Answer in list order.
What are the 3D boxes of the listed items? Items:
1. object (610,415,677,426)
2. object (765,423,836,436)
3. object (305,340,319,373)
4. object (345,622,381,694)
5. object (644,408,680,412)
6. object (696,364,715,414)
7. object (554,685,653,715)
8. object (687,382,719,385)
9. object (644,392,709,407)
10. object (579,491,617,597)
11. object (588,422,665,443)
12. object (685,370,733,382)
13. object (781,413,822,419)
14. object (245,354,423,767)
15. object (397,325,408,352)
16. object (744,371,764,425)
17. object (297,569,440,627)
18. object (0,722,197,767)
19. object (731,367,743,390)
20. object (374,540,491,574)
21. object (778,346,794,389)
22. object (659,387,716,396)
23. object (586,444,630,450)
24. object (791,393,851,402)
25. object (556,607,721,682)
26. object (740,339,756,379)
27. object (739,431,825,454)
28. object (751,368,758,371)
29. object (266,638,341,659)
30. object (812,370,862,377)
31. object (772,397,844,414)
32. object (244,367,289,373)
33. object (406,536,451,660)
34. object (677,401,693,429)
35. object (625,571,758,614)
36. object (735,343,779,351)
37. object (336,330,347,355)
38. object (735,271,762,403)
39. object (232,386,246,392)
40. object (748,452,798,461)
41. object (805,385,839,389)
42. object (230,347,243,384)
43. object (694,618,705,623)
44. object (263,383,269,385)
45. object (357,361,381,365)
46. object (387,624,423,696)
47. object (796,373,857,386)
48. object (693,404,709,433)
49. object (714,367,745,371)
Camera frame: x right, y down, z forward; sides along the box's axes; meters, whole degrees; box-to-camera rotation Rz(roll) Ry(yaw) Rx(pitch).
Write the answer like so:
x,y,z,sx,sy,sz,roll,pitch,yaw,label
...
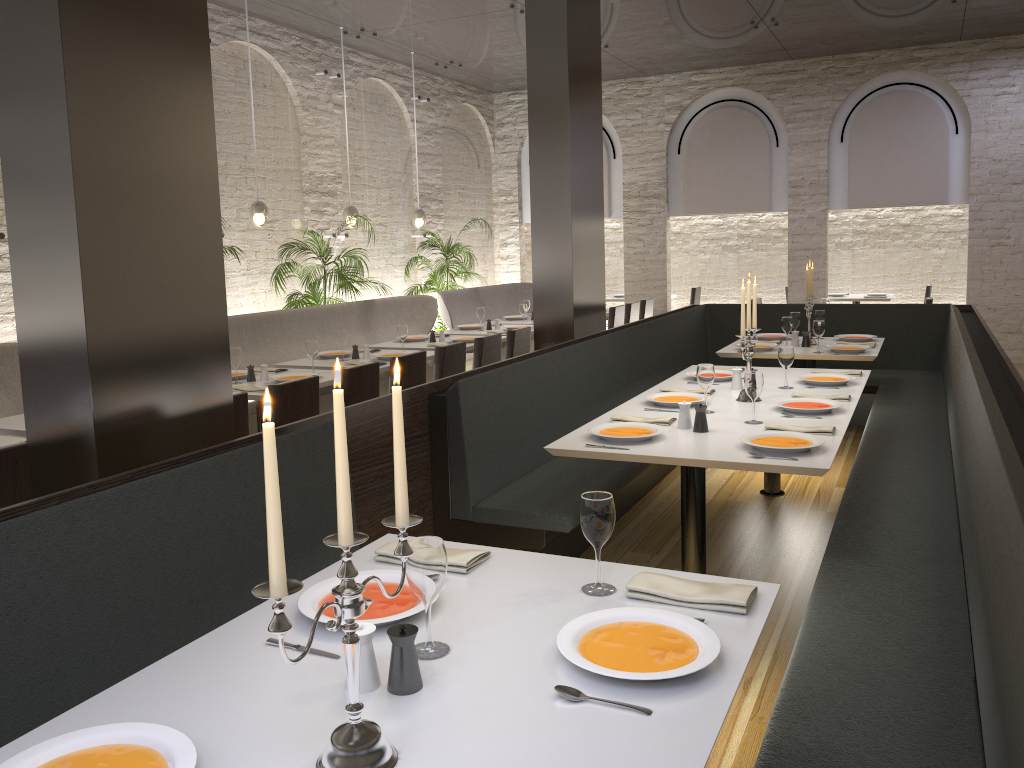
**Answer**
x,y,z,sx,sy,sz,roll,pitch,yaw,label
0.604,0.163,4.064,0.273,0.033,0.143,2,10,25,object
1.227,0.189,3.773,0.273,0.033,0.143,2,10,25,object
-1.337,-0.176,5.941,0.086,0.230,0.086,2,8,31,object
-0.283,0.511,1.664,0.069,0.126,0.069,1,7,19,object
0.731,0.127,4.292,0.185,0.010,0.017,2,9,25,object
0.924,0.022,4.224,0.086,0.230,0.087,1,7,25,object
0.160,0.562,1.573,0.181,0.015,0.038,3,10,26,object
1.095,-0.003,5.065,0.185,0.010,0.017,2,9,25,object
0.832,0.084,4.486,0.322,0.036,0.323,7,12,44,object
0.202,0.374,2.085,0.086,0.230,0.087,3,8,37,object
0.483,0.209,3.742,0.321,0.036,0.323,2,9,23,object
1.191,-0.045,5.251,0.322,0.036,0.323,2,9,21,object
1.320,0.146,4.042,0.181,0.015,0.038,3,10,26,object
-0.257,0.280,1.384,0.132,0.654,0.391,3,8,36,object
-0.857,-0.348,6.963,0.086,0.230,0.087,-5,7,-23,object
1.077,0.060,3.948,0.086,0.230,0.087,-5,7,-23,object
-0.325,0.499,2.025,0.322,0.036,0.323,7,12,44,object
-0.646,0.614,1.341,0.321,0.036,0.323,-2,9,1,object
1.234,-0.028,4.858,0.069,0.126,0.069,1,7,19,object
-0.209,0.448,2.335,0.273,0.033,0.143,2,10,25,object
1.499,-0.091,4.846,0.086,0.230,0.087,3,8,37,object
0.952,0.038,4.805,0.273,0.033,0.143,2,10,25,object
0.383,0.252,3.552,0.185,0.010,0.017,2,9,25,object
1.575,0.064,4.513,0.273,0.033,0.143,2,10,25,object
0.249,0.523,1.755,0.322,0.036,0.323,7,12,44,object
1.388,-0.145,5.213,0.086,0.230,0.087,3,8,37,object
1.056,0.234,3.472,0.321,0.036,0.323,-2,9,1,object
1.307,-0.025,4.820,0.069,0.126,0.069,1,7,19,object
-0.429,0.543,1.823,0.185,0.010,0.017,2,9,25,object
1.938,-0.066,5.286,0.273,0.033,0.143,2,10,25,object
1.406,0.108,4.216,0.322,0.036,0.323,7,12,44,object
-1.717,-0.097,6.195,0.273,0.033,0.143,2,10,25,object
-0.171,0.430,1.792,0.086,0.230,0.087,3,8,37,object
0.758,0.136,3.888,0.069,0.126,0.069,-8,9,-41,object
0.415,0.474,2.044,0.273,0.033,0.143,2,10,25,object
1.821,-0.271,6.591,0.321,0.036,0.323,-2,9,1,object
-1.279,-0.289,6.663,0.086,0.230,0.087,-5,7,-23,object
1.198,-0.242,4.482,0.132,0.654,0.391,3,8,36,object
-1.545,0.030,5.343,0.273,0.033,0.143,2,10,25,object
0.972,0.270,3.301,0.181,0.015,0.038,3,10,26,object
1.683,0.015,4.815,0.181,0.015,0.038,3,10,26,object
-1.759,-0.117,5.642,0.086,0.230,0.086,-4,7,-17,object
0.328,0.504,1.930,0.185,0.010,0.017,2,9,25,object
-1.474,0.003,5.503,0.181,0.015,0.038,3,10,26,object
-1.054,-0.146,6.387,0.273,0.033,0.143,2,10,25,object
-0.202,0.510,1.653,0.069,0.126,0.069,1,7,19,object
1.765,-0.021,4.980,0.322,0.036,0.323,2,9,21,object
0.811,0.147,3.809,0.069,0.126,0.069,-6,8,-33,object
1.315,-0.092,5.577,0.273,0.033,0.143,2,10,25,object
